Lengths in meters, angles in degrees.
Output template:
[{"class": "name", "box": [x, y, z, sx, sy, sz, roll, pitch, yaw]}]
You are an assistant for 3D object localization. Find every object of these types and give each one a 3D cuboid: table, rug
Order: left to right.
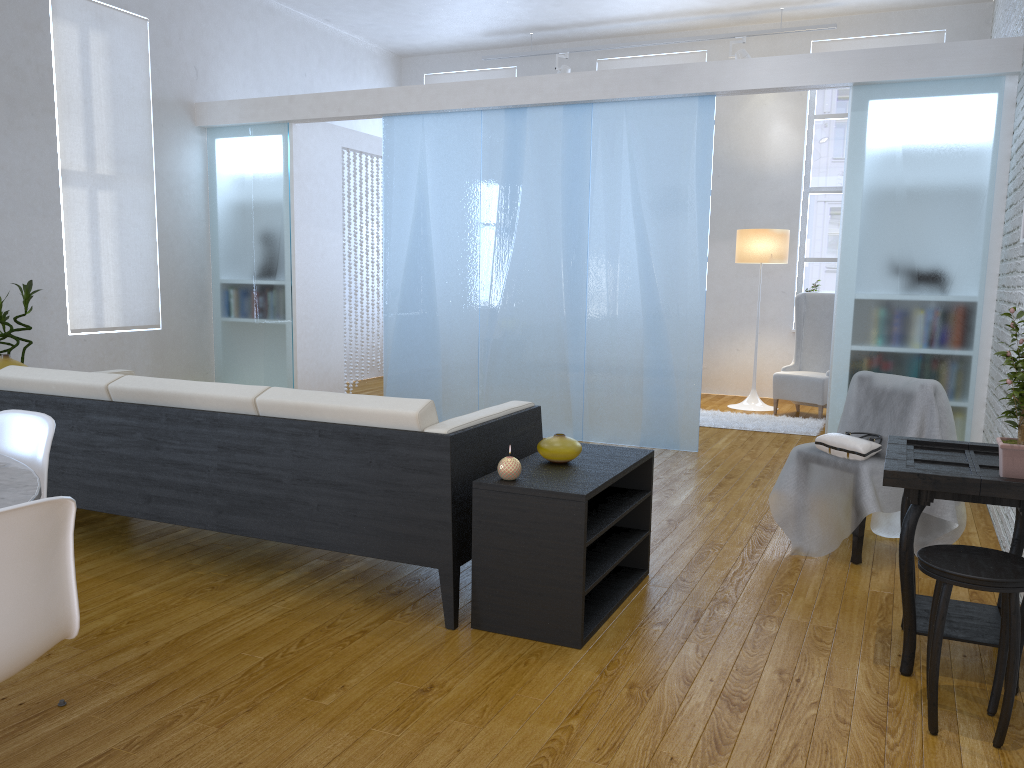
[{"class": "table", "box": [-1.775, 0.489, 1.833, 1.908, 0.625, 1.067, 4, 8, 23]}, {"class": "rug", "box": [1.755, 0.265, 6.578, 1.094, 0.047, 0.753, 4, 8, 23]}, {"class": "table", "box": [1.253, 0.489, 2.458, 0.440, 0.581, 0.561, 5, 9, 24]}]

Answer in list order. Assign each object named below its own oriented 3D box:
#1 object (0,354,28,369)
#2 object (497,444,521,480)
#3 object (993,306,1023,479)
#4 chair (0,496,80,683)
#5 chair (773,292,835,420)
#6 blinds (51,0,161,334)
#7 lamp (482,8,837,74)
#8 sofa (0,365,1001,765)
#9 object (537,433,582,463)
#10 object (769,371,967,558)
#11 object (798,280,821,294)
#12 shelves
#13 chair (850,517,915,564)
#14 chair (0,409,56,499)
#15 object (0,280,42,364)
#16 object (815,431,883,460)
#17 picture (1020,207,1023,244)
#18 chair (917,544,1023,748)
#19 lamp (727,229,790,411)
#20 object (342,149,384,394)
[{"class": "object", "box": [-2.223, -0.022, 3.903, 0.207, 0.216, 0.206, -3, 9, -24]}, {"class": "object", "box": [-0.007, 0.230, 2.619, 0.071, 0.104, 0.071, -6, 10, -39]}, {"class": "object", "box": [1.300, 0.026, 2.234, 0.236, 0.438, 0.175, -6, 11, -41]}, {"class": "chair", "box": [-0.927, 0.340, 1.424, 0.419, 0.353, 0.404, 5, 9, 26]}, {"class": "chair", "box": [2.338, -0.227, 6.912, 0.378, 0.965, 0.470, -6, 11, -41]}, {"class": "blinds", "box": [-2.672, -1.412, 5.886, 0.007, 2.121, 0.759, 5, 9, 24]}, {"class": "lamp", "box": [1.159, -2.874, 7.688, 3.115, 0.489, 0.197, 4, 9, 22]}, {"class": "sofa", "box": [-0.711, 0.224, 4.016, 5.332, 0.682, 9.690, 4, 8, 24]}, {"class": "object", "box": [0.154, 0.208, 2.877, 0.146, 0.090, 0.146, -2, 8, -24]}, {"class": "object", "box": [1.378, 0.312, 3.476, 0.635, 0.690, 0.642, -3, 9, -27]}, {"class": "object", "box": [2.610, -0.692, 7.748, 0.175, 0.438, 0.236, -6, 11, -41]}, {"class": "shelves", "box": [0.188, 0.482, 2.884, 0.349, 0.453, 0.727, 5, 8, 24]}, {"class": "chair", "box": [1.374, 0.320, 3.487, 0.340, 0.667, 0.346, -3, 9, -25]}, {"class": "chair", "box": [-1.284, 0.261, 2.022, 0.405, 0.353, 0.418, 5, 9, 27]}, {"class": "object", "box": [-2.919, -0.102, 5.046, 0.380, 0.985, 0.481, 0, 8, -4]}, {"class": "object", "box": [1.325, 0.234, 3.401, 0.223, 0.085, 0.231, -3, 8, -30]}, {"class": "picture", "box": [1.967, -0.926, 3.264, 0.010, 0.773, 0.917, 5, 9, 24]}, {"class": "chair", "box": [1.087, 0.616, 2.102, 0.262, 0.410, 0.261, 2, 8, 5]}, {"class": "lamp", "box": [2.018, -0.524, 7.275, 0.412, 1.457, 0.412, 9, 12, 42]}, {"class": "object", "box": [-1.176, -0.905, 7.497, 0.051, 2.025, 0.919, 5, 9, 23]}]
